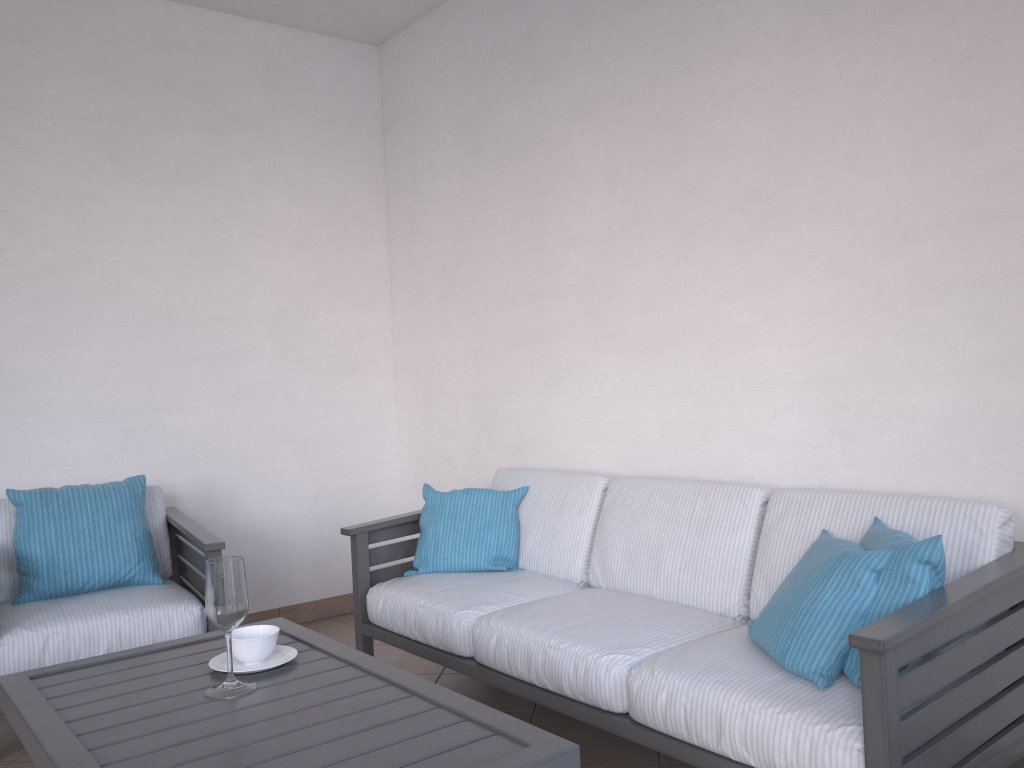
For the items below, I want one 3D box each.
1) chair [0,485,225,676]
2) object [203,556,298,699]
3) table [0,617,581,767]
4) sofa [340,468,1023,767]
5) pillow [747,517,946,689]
[{"bbox_3d":[-1.556,0.798,3.259,0.797,0.765,0.807,-3,0,-33],"label":"chair"},{"bbox_3d":[-0.634,0.523,2.041,0.203,0.284,0.337,-3,0,13],"label":"object"},{"bbox_3d":[-0.537,0.891,1.806,0.710,0.473,1.260,-3,0,-38],"label":"table"},{"bbox_3d":[0.346,0.703,2.727,0.807,0.765,2.161,-3,0,-38],"label":"sofa"},{"bbox_3d":[0.775,0.512,2.107,0.377,0.370,0.543,-3,0,2],"label":"pillow"}]
